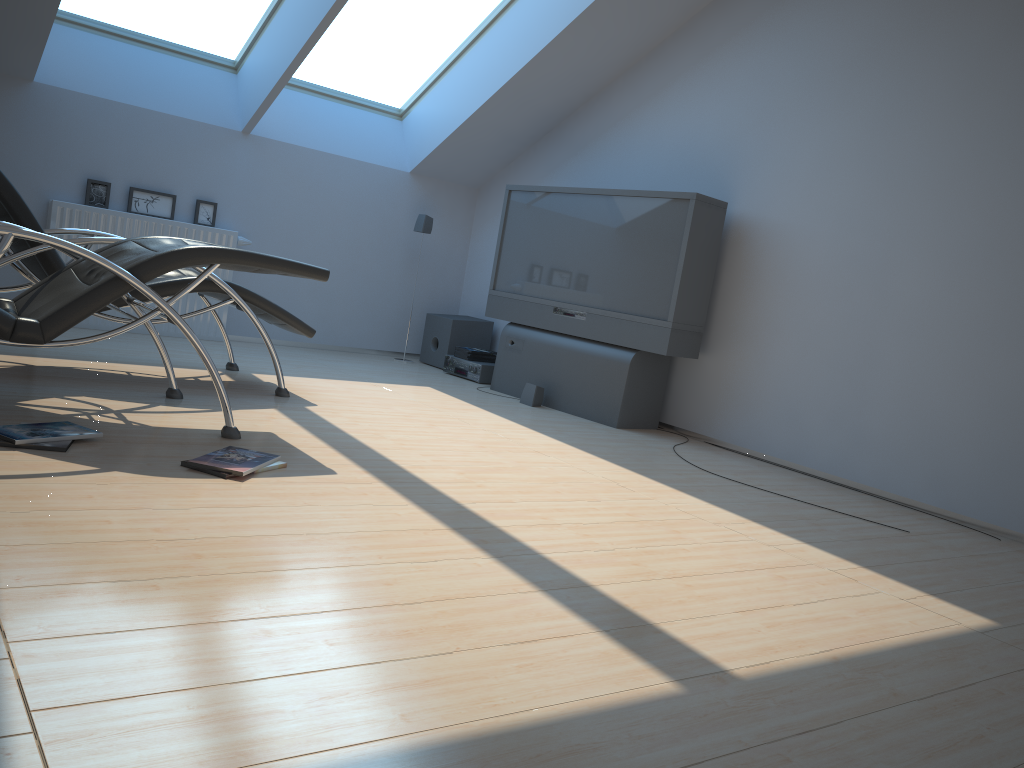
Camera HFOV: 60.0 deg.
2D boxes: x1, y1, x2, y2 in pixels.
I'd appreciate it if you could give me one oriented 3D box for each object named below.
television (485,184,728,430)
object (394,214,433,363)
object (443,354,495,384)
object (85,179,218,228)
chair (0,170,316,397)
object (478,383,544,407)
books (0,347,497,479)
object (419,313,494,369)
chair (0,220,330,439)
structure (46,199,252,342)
[{"bbox_3d":[0.505,-0.543,5.883,0.400,1.446,1.686,4,9,-42],"label":"television"},{"bbox_3d":[-0.777,-0.761,7.101,0.158,1.181,0.160,5,8,-37],"label":"object"},{"bbox_3d":[-0.251,-0.108,6.755,0.358,0.138,0.450,4,9,-42],"label":"object"},{"bbox_3d":[-2.443,-1.222,6.044,0.846,0.180,0.030,5,8,-37],"label":"object"},{"bbox_3d":[-1.924,-0.676,4.293,1.938,1.251,0.836,5,8,-37],"label":"chair"},{"bbox_3d":[-0.052,-0.014,6.268,0.394,0.141,1.163,9,6,-9],"label":"object"},{"bbox_3d":[-0.720,0.020,4.585,1.045,0.222,4.790,12,7,20],"label":"books"},{"bbox_3d":[-0.453,-0.344,7.220,0.401,0.424,0.400,5,8,-37],"label":"object"},{"bbox_3d":[-1.784,-0.381,3.233,2.114,0.953,0.836,5,8,-37],"label":"chair"},{"bbox_3d":[-2.480,-0.741,6.096,1.324,0.800,0.120,5,8,-37],"label":"structure"}]
